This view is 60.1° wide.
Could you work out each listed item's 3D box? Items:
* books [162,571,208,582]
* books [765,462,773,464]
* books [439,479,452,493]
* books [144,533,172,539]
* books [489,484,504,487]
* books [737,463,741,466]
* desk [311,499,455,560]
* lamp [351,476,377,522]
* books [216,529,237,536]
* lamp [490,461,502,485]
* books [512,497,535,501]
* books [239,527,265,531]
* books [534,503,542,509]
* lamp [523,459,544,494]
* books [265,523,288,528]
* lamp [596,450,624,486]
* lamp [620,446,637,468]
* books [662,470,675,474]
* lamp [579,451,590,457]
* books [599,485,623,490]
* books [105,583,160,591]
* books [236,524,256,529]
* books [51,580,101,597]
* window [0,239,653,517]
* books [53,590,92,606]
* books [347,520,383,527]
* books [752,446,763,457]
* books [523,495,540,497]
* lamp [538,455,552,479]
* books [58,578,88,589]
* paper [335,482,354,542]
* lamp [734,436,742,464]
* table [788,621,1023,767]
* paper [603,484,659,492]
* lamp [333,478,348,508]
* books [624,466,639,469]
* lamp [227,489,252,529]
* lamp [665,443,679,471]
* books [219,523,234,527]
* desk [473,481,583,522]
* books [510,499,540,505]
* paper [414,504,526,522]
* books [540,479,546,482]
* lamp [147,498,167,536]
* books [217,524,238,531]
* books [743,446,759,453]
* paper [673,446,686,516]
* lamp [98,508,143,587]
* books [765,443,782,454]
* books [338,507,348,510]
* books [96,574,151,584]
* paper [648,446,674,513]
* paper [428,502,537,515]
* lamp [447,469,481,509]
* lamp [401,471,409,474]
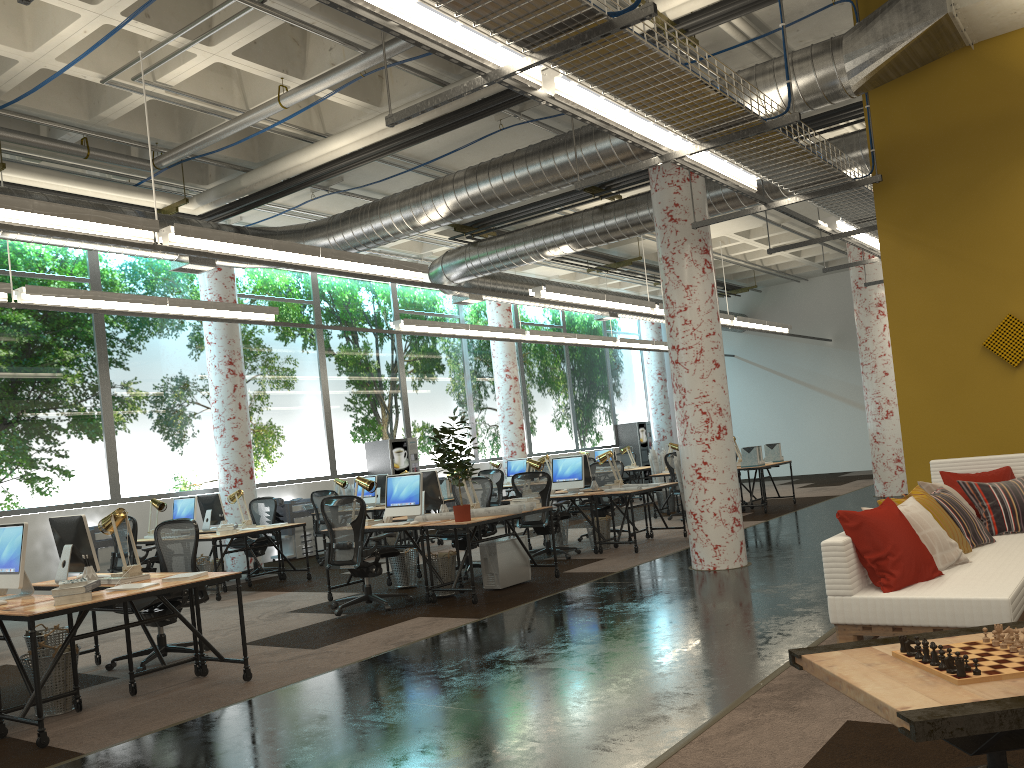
[{"bbox_3d":[-2.161,1.274,5.854,0.200,0.024,0.235,-7,-5,9],"label":"books"},{"bbox_3d":[4.146,1.291,14.466,0.200,0.024,0.235,-7,-5,9],"label":"books"},{"bbox_3d":[-1.046,1.634,13.747,0.234,0.310,0.068,-8,-2,36],"label":"books"},{"bbox_3d":[-4.535,1.950,11.362,0.310,0.038,0.225,-9,-5,36],"label":"books"},{"bbox_3d":[-0.338,1.962,17.095,0.310,0.038,0.225,-9,-5,36],"label":"books"},{"bbox_3d":[3.769,1.354,14.868,0.310,0.038,0.225,-9,-5,36],"label":"books"},{"bbox_3d":[-1.903,2.244,13.729,1.947,0.723,1.399,-9,-5,36],"label":"desk"},{"bbox_3d":[-1.565,1.260,9.161,0.218,0.610,0.530,-5,-3,-34],"label":"lamp"},{"bbox_3d":[-3.400,1.761,10.540,0.200,0.050,0.273,-4,-5,-26],"label":"books"},{"bbox_3d":[-0.386,1.787,17.124,0.218,0.610,0.530,-5,-3,-34],"label":"lamp"},{"bbox_3d":[0.117,1.167,8.969,0.185,0.030,0.152,-9,-5,34],"label":"books"},{"bbox_3d":[-3.203,1.785,10.904,0.244,0.019,0.205,-7,-5,13],"label":"books"},{"bbox_3d":[0.133,1.242,8.952,0.272,0.050,0.200,-9,-5,33],"label":"books"},{"bbox_3d":[0.237,1.296,11.729,0.208,0.610,0.530,-5,-3,-34],"label":"lamp"},{"bbox_3d":[-2.966,1.778,11.158,0.200,0.024,0.235,-7,-5,9],"label":"books"},{"bbox_3d":[1.347,1.176,11.695,0.208,0.610,0.530,-5,-3,-34],"label":"lamp"},{"bbox_3d":[2.650,1.673,19.715,0.218,0.610,0.530,-5,-3,-34],"label":"lamp"},{"bbox_3d":[2.707,1.464,14.848,0.310,0.038,0.225,-9,-5,36],"label":"books"},{"bbox_3d":[1.531,1.793,19.743,0.218,0.610,0.530,-5,-3,-34],"label":"lamp"},{"bbox_3d":[1.342,1.360,11.718,0.310,0.038,0.225,-9,-5,36],"label":"books"},{"bbox_3d":[-2.399,1.282,5.600,0.244,0.019,0.205,-7,-5,13],"label":"books"},{"bbox_3d":[-3.472,1.840,11.382,0.310,0.038,0.225,-9,-5,36],"label":"books"},{"bbox_3d":[-2.586,1.211,5.260,0.193,0.044,0.258,-6,-4,-7],"label":"books"},{"bbox_3d":[-3.927,-0.190,14.799,0.050,3.756,26.174,-7,-4,36],"label":"window"},{"bbox_3d":[-2.596,1.257,5.236,0.200,0.050,0.273,-4,-5,-26],"label":"books"},{"bbox_3d":[-1.518,1.435,9.132,0.310,0.038,0.225,-9,-5,36],"label":"books"},{"bbox_3d":[3.843,1.142,14.018,0.234,0.310,0.068,-8,-2,36],"label":"books"},{"bbox_3d":[0.280,1.470,11.697,0.310,0.038,0.225,-9,-5,36],"label":"books"},{"bbox_3d":[0.733,1.668,17.096,0.218,0.610,0.530,-5,-3,-34],"label":"lamp"},{"bbox_3d":[-2.604,1.181,5.256,0.152,0.030,0.186,-4,-5,-26],"label":"books"},{"bbox_3d":[-2.710,2.178,14.821,0.441,1.196,0.412,-6,-2,14],"label":"paper"},{"bbox_3d":[3.779,1.170,14.849,0.218,0.610,0.530,-5,-3,-34],"label":"lamp"},{"bbox_3d":[1.062,0.987,1.929,0.625,0.758,0.618,-6,-3,-4],"label":"table"},{"bbox_3d":[1.497,1.288,11.058,0.570,0.061,0.625,-9,-5,33],"label":"paper"},{"bbox_3d":[-2.734,1.781,13.913,0.208,0.610,0.530,-5,-3,-34],"label":"lamp"},{"bbox_3d":[2.641,1.857,19.734,0.310,0.038,0.225,-9,-5,36],"label":"books"},{"bbox_3d":[-3.467,1.656,11.360,0.208,0.610,0.530,-5,-3,-34],"label":"lamp"},{"bbox_3d":[2.660,1.290,14.877,0.218,0.610,0.530,-5,-3,-34],"label":"lamp"},{"bbox_3d":[-3.408,1.685,10.559,0.152,0.030,0.186,-4,-5,-26],"label":"books"},{"bbox_3d":[0.449,2.251,16.943,1.947,0.723,1.399,-9,-5,36],"label":"desk"},{"bbox_3d":[0.130,1.198,8.980,0.192,0.044,0.258,-3,-5,-36],"label":"books"},{"bbox_3d":[-0.424,1.251,8.539,1.135,0.082,0.083,-7,-3,11],"label":"paper"},{"bbox_3d":[0.724,1.852,17.115,0.310,0.038,0.225,-9,-5,36],"label":"books"},{"bbox_3d":[-4.582,1.776,11.391,0.218,0.610,0.530,-5,-3,-34],"label":"lamp"},{"bbox_3d":[-3.391,1.715,10.564,0.193,0.044,0.258,-6,-4,-7],"label":"books"},{"bbox_3d":[3.756,1.141,13.899,0.234,0.310,0.068,-8,-2,36],"label":"books"},{"bbox_3d":[2.293,1.361,11.147,0.441,1.196,0.412,-6,-2,14],"label":"paper"},{"bbox_3d":[-2.658,1.152,6.059,0.218,0.610,0.530,-5,-3,-34],"label":"lamp"},{"bbox_3d":[4.353,1.143,14.714,0.234,0.310,0.068,-8,-2,36],"label":"books"},{"bbox_3d":[-2.691,1.955,13.881,0.310,0.038,0.225,-9,-5,36],"label":"books"},{"bbox_3d":[-2.668,1.336,6.079,0.310,0.038,0.225,-9,-5,36],"label":"books"},{"bbox_3d":[2.688,1.687,15.788,0.441,1.196,0.412,-6,-2,14],"label":"paper"},{"bbox_3d":[-0.325,1.251,8.674,1.134,0.082,0.083,-6,-3,1],"label":"paper"},{"bbox_3d":[-0.450,1.141,9.130,0.208,0.610,0.530,-5,-3,-34],"label":"lamp"},{"bbox_3d":[-1.619,1.661,13.882,0.218,0.610,0.530,-5,-3,-34],"label":"lamp"}]
